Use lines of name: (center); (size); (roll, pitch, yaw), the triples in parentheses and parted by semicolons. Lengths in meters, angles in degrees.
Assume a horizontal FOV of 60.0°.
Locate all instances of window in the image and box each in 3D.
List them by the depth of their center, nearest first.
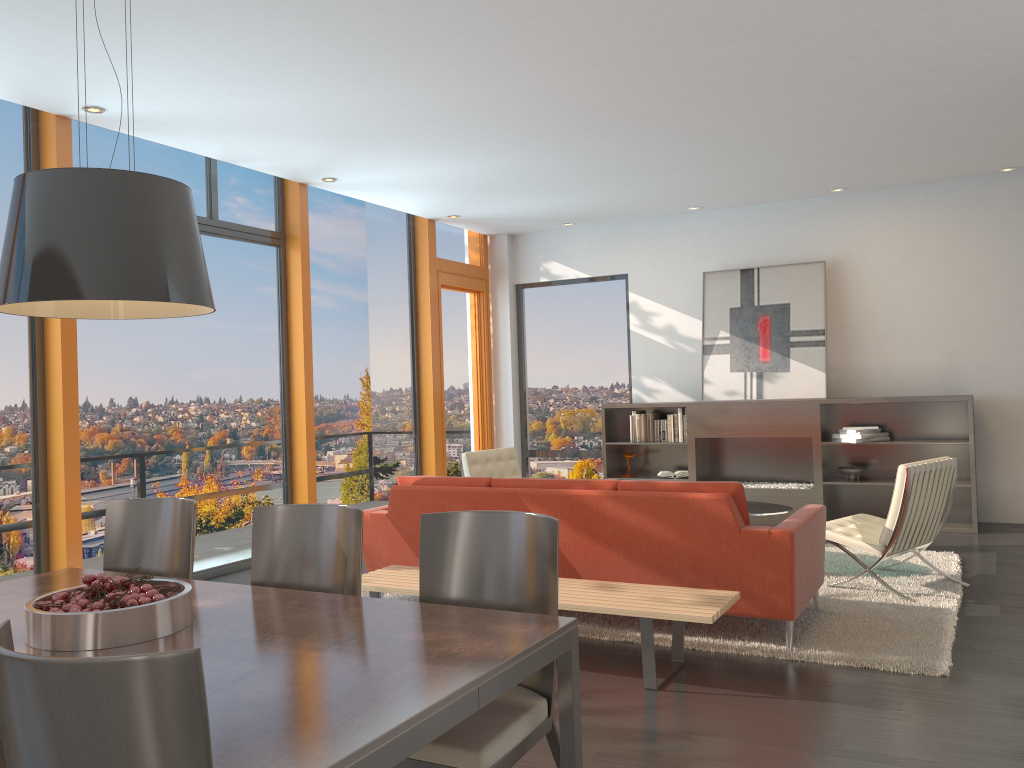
window: (-3.645, -0.182, 4.284); (0.070, 3.346, 2.924); (-2, -1, 28)
window: (-2.414, -0.206, 6.599); (0.070, 3.346, 2.104); (-2, -1, 28)
window: (-1.435, -0.226, 8.440); (0.070, 3.346, 1.844); (-2, -1, 28)
window: (-0.595, -0.244, 9.818); (0.211, 3.346, 1.156); (-2, -1, 28)
window: (0.710, -0.282, 10.064); (1.409, 3.340, 0.065); (-2, -1, 28)

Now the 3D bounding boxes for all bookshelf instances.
bookshelf: (2.559, 0.736, 8.547); (3.387, 1.163, 0.570); (-2, -1, 28)

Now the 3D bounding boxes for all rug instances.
rug: (0.973, 1.348, 6.163); (3.772, 0.043, 2.984); (-2, 0, 28)

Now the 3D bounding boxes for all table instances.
table: (-1.030, 1.065, 2.418); (2.151, 0.765, 1.171); (-2, -1, 28)
table: (1.046, 1.124, 6.540); (1.998, 0.464, 0.947); (-2, -1, 29)

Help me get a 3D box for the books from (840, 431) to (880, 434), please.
books: (3.187, 0.441, 8.122); (0.300, 0.020, 0.210); (-2, 0, -32)

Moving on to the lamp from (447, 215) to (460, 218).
lamp: (-0.603, -1.718, 9.117); (0.129, 0.010, 0.129); (-2, 0, -17)

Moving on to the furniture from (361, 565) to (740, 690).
furniture: (0.083, 1.193, 4.435); (2.005, 0.357, 0.492); (-2, -1, 28)

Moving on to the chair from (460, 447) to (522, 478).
chair: (0.024, 0.972, 7.572); (0.707, 0.817, 0.700); (-2, -1, 38)

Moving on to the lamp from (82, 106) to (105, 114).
lamp: (-2.562, -1.679, 5.433); (0.129, 0.010, 0.129); (-2, 0, -17)

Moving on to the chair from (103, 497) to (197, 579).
chair: (-1.430, 0.929, 3.182); (0.548, 0.968, 0.614); (-2, -1, 28)

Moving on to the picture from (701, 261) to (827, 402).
picture: (2.472, -0.506, 8.760); (1.208, 1.338, 0.269); (-2, -1, 28)

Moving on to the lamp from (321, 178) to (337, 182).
lamp: (-1.523, -1.700, 7.388); (0.129, 0.010, 0.129); (-2, 0, -17)

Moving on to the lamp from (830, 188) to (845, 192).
lamp: (3.093, -1.844, 8.429); (0.129, 0.010, 0.129); (-2, 0, -17)

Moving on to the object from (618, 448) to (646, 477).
object: (1.234, 0.813, 9.203); (0.201, 0.290, 0.245); (-1, -1, -42)

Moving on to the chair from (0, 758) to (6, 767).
chair: (-1.264, 0.915, 1.962); (0.548, 0.968, 0.614); (-2, -1, 28)

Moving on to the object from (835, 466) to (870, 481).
object: (3.131, 0.830, 8.151); (0.309, 0.117, 0.309); (-2, -1, -28)

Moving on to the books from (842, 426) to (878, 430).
books: (3.186, 0.401, 8.123); (0.300, 0.020, 0.210); (-2, 0, 18)

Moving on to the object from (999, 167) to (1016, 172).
object: (4.370, -1.890, 7.821); (0.129, 0.010, 0.129); (-2, 0, -17)

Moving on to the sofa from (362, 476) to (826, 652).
sofa: (0.416, 0.939, 5.219); (2.597, 0.852, 1.038); (-2, -1, 28)

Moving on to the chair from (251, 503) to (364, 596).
chair: (-0.755, 0.905, 2.823); (0.548, 0.968, 0.614); (-2, -1, 28)

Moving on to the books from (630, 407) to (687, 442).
books: (1.531, 0.411, 8.984); (0.592, 0.340, 0.324); (-2, -1, 28)

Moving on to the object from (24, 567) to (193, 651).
object: (-1.122, 0.609, 2.483); (0.427, 0.154, 0.427); (-2, 0, -18)

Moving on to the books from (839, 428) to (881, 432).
books: (3.187, 0.421, 8.122); (0.300, 0.020, 0.210); (-2, 0, -22)

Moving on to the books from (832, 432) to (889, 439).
books: (3.188, 0.470, 8.122); (0.398, 0.038, 0.314); (-2, 0, -32)

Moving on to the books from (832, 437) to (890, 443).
books: (3.189, 0.508, 8.121); (0.398, 0.038, 0.314); (-2, 0, -22)

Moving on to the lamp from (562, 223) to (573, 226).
lamp: (0.613, -1.753, 9.748); (0.129, 0.010, 0.129); (-2, 0, -17)

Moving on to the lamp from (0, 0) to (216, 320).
lamp: (-1.152, -0.994, 2.491); (0.567, 1.580, 0.567); (-1, -1, -33)

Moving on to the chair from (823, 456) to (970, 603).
chair: (2.374, 0.882, 5.614); (0.700, 0.817, 0.707); (-1, -1, -42)

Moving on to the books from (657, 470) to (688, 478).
books: (1.640, 0.910, 8.949); (0.336, 0.064, 0.234); (-2, 0, 8)

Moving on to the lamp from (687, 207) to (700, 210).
lamp: (1.860, -1.799, 9.085); (0.129, 0.010, 0.129); (-2, 0, -17)

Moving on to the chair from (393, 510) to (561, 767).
chair: (-0.139, 0.882, 2.495); (0.548, 0.968, 0.614); (-2, -1, 28)

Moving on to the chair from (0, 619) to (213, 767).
chair: (-0.588, 0.891, 1.602); (0.548, 0.968, 0.614); (-2, -1, 28)
